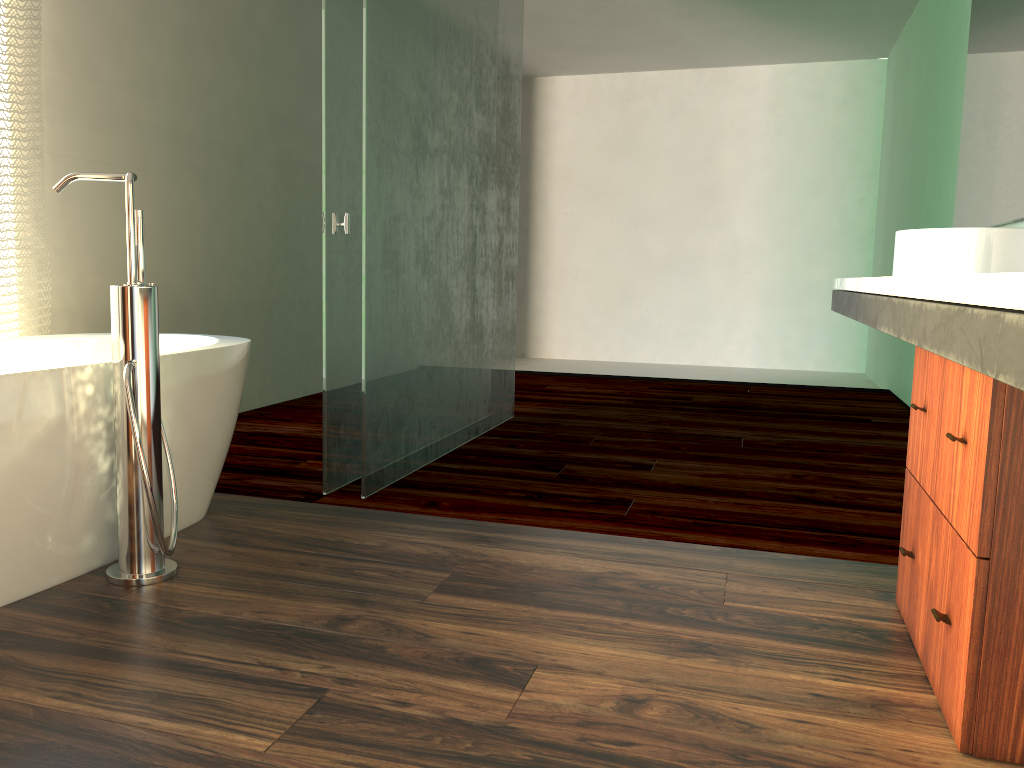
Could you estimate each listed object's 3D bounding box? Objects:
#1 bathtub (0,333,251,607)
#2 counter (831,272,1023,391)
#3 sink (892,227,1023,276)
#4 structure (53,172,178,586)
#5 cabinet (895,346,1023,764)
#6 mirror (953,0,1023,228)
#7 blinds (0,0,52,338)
[{"bbox_3d":[-1.260,0.166,2.174,0.775,0.485,1.598,3,7,15],"label":"bathtub"},{"bbox_3d":[1.002,-0.145,1.661,0.595,0.101,2.227,3,7,16],"label":"counter"},{"bbox_3d":[1.227,-0.346,2.386,0.363,0.131,0.351,3,7,19],"label":"sink"},{"bbox_3d":[-0.830,-0.007,1.923,0.239,0.897,0.282,-3,8,-33],"label":"structure"},{"bbox_3d":[0.977,0.223,1.503,0.519,0.600,0.650,3,7,16],"label":"cabinet"},{"bbox_3d":[1.420,-1.000,1.906,0.017,1.152,4.022,3,7,15],"label":"mirror"},{"bbox_3d":[-1.850,-0.772,1.975,0.184,2.337,2.096,3,7,15],"label":"blinds"}]
